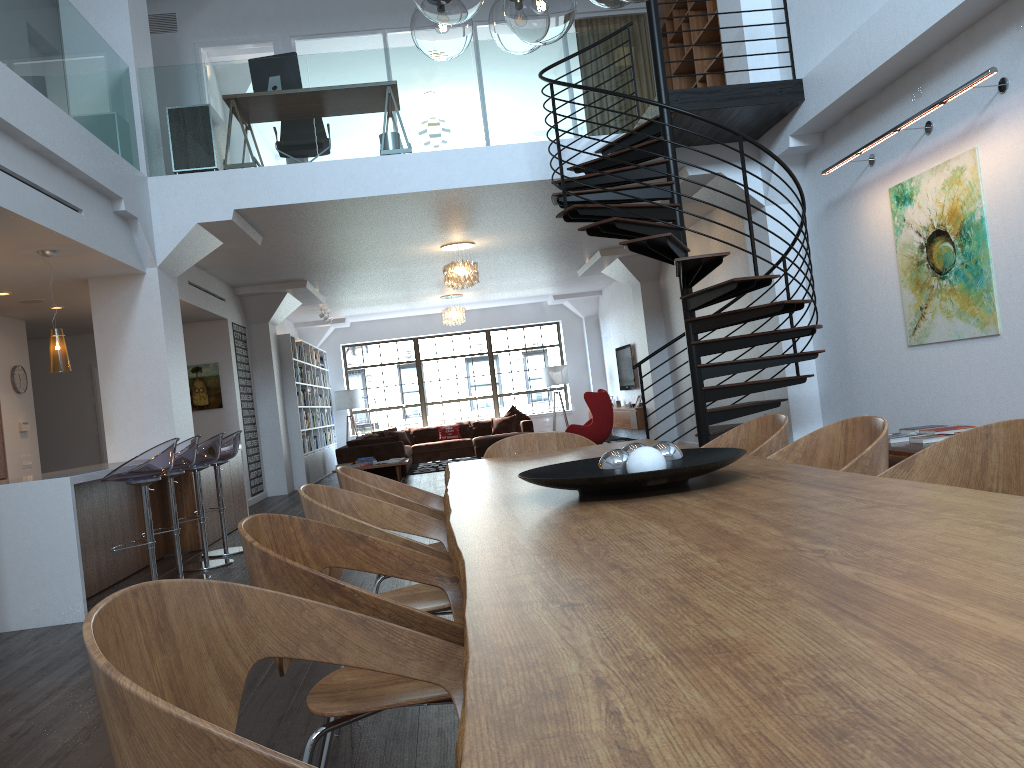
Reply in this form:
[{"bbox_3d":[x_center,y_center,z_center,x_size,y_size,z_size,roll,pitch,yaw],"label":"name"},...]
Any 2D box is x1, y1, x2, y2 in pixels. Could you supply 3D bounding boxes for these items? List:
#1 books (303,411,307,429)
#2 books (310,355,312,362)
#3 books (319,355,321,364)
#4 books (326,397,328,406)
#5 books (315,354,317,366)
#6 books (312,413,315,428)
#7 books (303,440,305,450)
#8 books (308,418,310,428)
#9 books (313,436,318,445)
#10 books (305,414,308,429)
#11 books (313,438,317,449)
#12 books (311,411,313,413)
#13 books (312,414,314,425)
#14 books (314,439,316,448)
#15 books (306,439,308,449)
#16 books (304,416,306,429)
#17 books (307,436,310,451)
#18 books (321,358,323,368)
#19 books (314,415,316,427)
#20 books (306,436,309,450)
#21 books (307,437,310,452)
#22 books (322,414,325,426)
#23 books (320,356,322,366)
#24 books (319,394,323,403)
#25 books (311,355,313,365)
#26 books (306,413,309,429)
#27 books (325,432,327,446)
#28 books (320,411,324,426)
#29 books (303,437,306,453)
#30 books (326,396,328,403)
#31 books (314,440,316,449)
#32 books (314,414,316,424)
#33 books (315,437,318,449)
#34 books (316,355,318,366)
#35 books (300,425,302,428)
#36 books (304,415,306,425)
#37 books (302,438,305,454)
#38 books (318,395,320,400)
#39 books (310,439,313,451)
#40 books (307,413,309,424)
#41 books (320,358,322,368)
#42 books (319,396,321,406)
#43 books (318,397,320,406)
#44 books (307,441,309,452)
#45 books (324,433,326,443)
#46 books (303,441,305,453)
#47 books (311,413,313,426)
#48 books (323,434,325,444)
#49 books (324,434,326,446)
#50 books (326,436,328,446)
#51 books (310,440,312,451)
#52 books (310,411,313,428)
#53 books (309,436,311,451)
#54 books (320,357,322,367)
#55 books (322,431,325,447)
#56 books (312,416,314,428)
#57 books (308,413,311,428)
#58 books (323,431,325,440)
[{"bbox_3d":[-3.467,0.600,14.520,0.176,0.290,0.053,-7,-1,-5],"label":"books"},{"bbox_3d":[-3.702,-0.435,15.995,0.161,0.207,0.130,-7,-1,-5],"label":"books"},{"bbox_3d":[-3.831,-0.424,17.320,0.183,0.253,0.042,-7,-1,-5],"label":"books"},{"bbox_3d":[-3.759,0.338,17.594,0.174,0.236,0.142,-7,-1,-5],"label":"books"},{"bbox_3d":[-3.767,-0.437,16.680,0.171,0.246,0.057,-7,-1,-5],"label":"books"},{"bbox_3d":[-3.524,0.640,15.399,0.183,0.253,0.034,-7,-1,-5],"label":"books"},{"bbox_3d":[-3.379,0.981,14.017,0.183,0.253,0.042,-7,-1,-5],"label":"books"},{"bbox_3d":[-3.489,0.628,14.868,0.160,0.250,0.026,-7,-1,-5],"label":"books"},{"bbox_3d":[-3.510,1.034,15.677,0.140,0.231,0.042,-7,-1,-5],"label":"books"},{"bbox_3d":[-3.469,0.624,14.646,0.171,0.246,0.057,-7,-1,-5],"label":"books"},{"bbox_3d":[-3.484,1.048,15.451,0.139,0.191,0.036,-7,-1,-5],"label":"books"},{"bbox_3d":[-3.538,0.623,15.433,0.176,0.290,0.036,-7,-1,-5],"label":"books"},{"bbox_3d":[-3.531,0.647,15.359,0.174,0.240,0.045,-7,-1,-5],"label":"books"},{"bbox_3d":[-3.476,1.056,15.395,0.126,0.173,0.032,-7,-1,-5],"label":"books"},{"bbox_3d":[-3.403,1.005,14.389,0.161,0.223,0.033,-7,-1,-5],"label":"books"},{"bbox_3d":[-3.455,0.619,14.438,0.171,0.246,0.057,-7,-1,-5],"label":"books"},{"bbox_3d":[-3.430,0.994,14.608,0.180,0.259,0.042,-7,-1,-5],"label":"books"},{"bbox_3d":[-3.841,-0.420,17.494,0.183,0.253,0.042,-7,-1,-5],"label":"books"},{"bbox_3d":[-3.552,0.646,15.578,0.183,0.253,0.034,-7,-1,-5],"label":"books"},{"bbox_3d":[-3.416,0.991,14.457,0.183,0.253,0.042,-7,-1,-5],"label":"books"},{"bbox_3d":[-3.418,0.998,14.530,0.171,0.246,0.039,-7,-1,-5],"label":"books"},{"bbox_3d":[-3.638,0.680,16.719,0.174,0.242,0.105,-7,-1,-5],"label":"books"},{"bbox_3d":[-3.842,-0.420,17.450,0.183,0.253,0.042,-7,-1,-5],"label":"books"},{"bbox_3d":[-3.688,0.320,16.914,0.140,0.231,0.042,-7,-1,-5],"label":"books"},{"bbox_3d":[-3.714,-0.441,16.106,0.161,0.223,0.032,-7,-1,-5],"label":"books"},{"bbox_3d":[-3.479,0.623,14.728,0.183,0.253,0.034,-7,-1,-5],"label":"books"},{"bbox_3d":[-3.594,1.051,16.760,0.183,0.253,0.034,-7,-1,-5],"label":"books"},{"bbox_3d":[-3.638,0.654,16.569,0.197,0.290,0.136,-7,-1,-5],"label":"books"},{"bbox_3d":[-3.385,0.984,14.099,0.180,0.251,0.048,-7,-1,-5],"label":"books"},{"bbox_3d":[-3.754,0.353,17.651,0.161,0.207,0.135,-7,-1,-5],"label":"books"},{"bbox_3d":[-3.462,1.056,15.346,0.107,0.167,0.017,-7,-1,-5],"label":"books"},{"bbox_3d":[-3.555,0.654,15.617,0.174,0.240,0.045,-7,-1,-5],"label":"books"},{"bbox_3d":[-3.498,1.046,15.592,0.146,0.202,0.027,-7,-1,-5],"label":"books"},{"bbox_3d":[-3.777,-0.438,16.762,0.183,0.253,0.034,-7,-1,-5],"label":"books"},{"bbox_3d":[-3.429,0.680,13.926,0.197,0.033,0.284,-6,-1,-30],"label":"books"},{"bbox_3d":[-3.457,0.632,14.480,0.161,0.223,0.027,-7,-1,-5],"label":"books"},{"bbox_3d":[-3.359,0.984,13.905,0.174,0.240,0.054,-7,-1,-5],"label":"books"},{"bbox_3d":[-3.658,0.323,16.546,0.140,0.206,0.042,-7,-1,-5],"label":"books"},{"bbox_3d":[-3.434,1.025,14.842,0.161,0.207,0.135,-7,-1,-5],"label":"books"},{"bbox_3d":[-3.478,0.624,14.762,0.183,0.253,0.034,-7,-1,-5],"label":"books"},{"bbox_3d":[-3.834,-0.423,17.363,0.183,0.253,0.042,-7,-1,-5],"label":"books"},{"bbox_3d":[-3.656,0.331,16.586,0.139,0.191,0.036,-7,-1,-5],"label":"books"},{"bbox_3d":[-3.637,0.340,16.463,0.120,0.167,0.019,-7,-1,-5],"label":"books"},{"bbox_3d":[-3.399,1.014,14.421,0.161,0.223,0.030,-7,-1,-5],"label":"books"},{"bbox_3d":[-3.582,1.047,16.599,0.183,0.253,0.034,-7,-1,-5],"label":"books"},{"bbox_3d":[-3.360,0.994,13.981,0.161,0.223,0.032,-7,-1,-5],"label":"books"},{"bbox_3d":[-3.513,0.635,15.204,0.183,0.253,0.034,-7,-1,-5],"label":"books"},{"bbox_3d":[-3.569,1.045,16.458,0.160,0.250,0.026,-7,-1,-5],"label":"books"},{"bbox_3d":[-3.583,1.047,16.566,0.183,0.253,0.034,-7,-1,-5],"label":"books"},{"bbox_3d":[-3.609,1.051,16.842,0.180,0.259,0.060,-7,-1,-5],"label":"books"},{"bbox_3d":[-3.439,1.010,14.784,0.174,0.236,0.142,-7,-1,-5],"label":"books"},{"bbox_3d":[-3.513,0.616,15.161,0.176,0.290,0.053,-7,-1,-5],"label":"books"},{"bbox_3d":[-3.431,0.998,14.695,0.183,0.253,0.042,-7,-1,-5],"label":"books"},{"bbox_3d":[-3.840,-0.421,17.406,0.183,0.253,0.042,-7,-1,-5],"label":"books"},{"bbox_3d":[-3.581,1.028,16.412,0.198,0.284,0.066,-7,-1,-5],"label":"books"},{"bbox_3d":[-3.512,0.636,15.238,0.183,0.253,0.034,-7,-1,-5],"label":"books"},{"bbox_3d":[-3.489,0.627,14.898,0.183,0.253,0.034,-7,-1,-5],"label":"books"},{"bbox_3d":[-3.583,1.027,16.523,0.176,0.290,0.053,-7,-1,-5],"label":"books"}]
